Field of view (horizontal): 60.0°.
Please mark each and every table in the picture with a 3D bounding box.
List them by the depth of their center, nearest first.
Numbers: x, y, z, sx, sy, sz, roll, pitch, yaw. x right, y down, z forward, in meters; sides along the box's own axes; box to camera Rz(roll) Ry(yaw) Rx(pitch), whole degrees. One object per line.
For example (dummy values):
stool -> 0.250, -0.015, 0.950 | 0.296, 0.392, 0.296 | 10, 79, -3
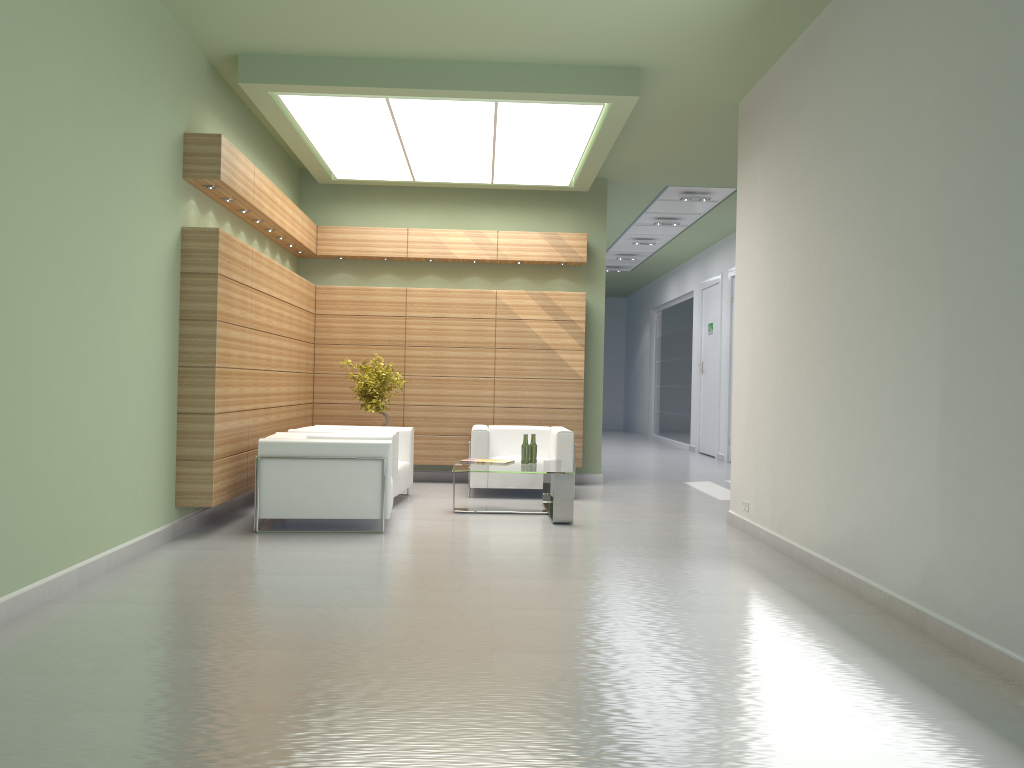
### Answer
table -> -0.026, 1.634, 13.920 | 1.783, 0.742, 2.197 | 1, 0, -2

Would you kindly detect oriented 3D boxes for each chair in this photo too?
chair -> -2.591, 1.355, 12.634 | 1.802, 1.234, 1.894 | 1, 0, -7
chair -> -2.653, 1.357, 14.958 | 1.769, 1.234, 1.894 | 1, 0, 3
chair -> 0.151, 1.423, 16.495 | 1.894, 1.234, 1.802 | 1, 0, -2

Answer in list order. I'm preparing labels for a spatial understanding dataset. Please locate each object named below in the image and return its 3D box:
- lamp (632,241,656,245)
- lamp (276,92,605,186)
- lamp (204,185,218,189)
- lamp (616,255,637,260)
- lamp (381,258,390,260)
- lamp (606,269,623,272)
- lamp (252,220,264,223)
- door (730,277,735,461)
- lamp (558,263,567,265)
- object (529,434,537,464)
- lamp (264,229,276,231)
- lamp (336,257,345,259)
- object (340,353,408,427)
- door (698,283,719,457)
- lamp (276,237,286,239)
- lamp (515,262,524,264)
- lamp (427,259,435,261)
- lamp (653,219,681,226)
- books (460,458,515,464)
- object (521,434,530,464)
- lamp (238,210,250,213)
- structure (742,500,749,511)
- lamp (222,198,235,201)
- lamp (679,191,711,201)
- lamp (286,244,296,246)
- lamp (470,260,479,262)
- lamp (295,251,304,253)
lamp -> 3.880, -4.177, 26.035 | 0.657, 0.159, 0.286 | 1, 0, -2
lamp -> -1.061, -4.115, 14.872 | 4.571, 0.325, 5.060 | 1, 0, -2
lamp -> -3.930, -2.598, 11.581 | 0.181, 0.074, 0.181 | 1, 0, -30
lamp -> 3.775, -4.174, 29.167 | 0.657, 0.159, 0.286 | 1, 0, -2
lamp -> -2.556, -2.556, 17.950 | 0.181, 0.074, 0.181 | 1, 0, -8
lamp -> 3.672, -4.172, 32.213 | 0.657, 0.159, 0.286 | 1, 0, -2
lamp -> -4.012, -2.596, 13.991 | 0.181, 0.074, 0.181 | 1, 0, -30
door -> 6.637, -0.402, 23.588 | 0.134, 5.083, 2.089 | 1, 0, -32
lamp -> 1.030, -2.475, 18.071 | 0.181, 0.074, 0.181 | 1, 0, -8
object -> 0.338, 1.033, 14.184 | 0.131, 0.475, 0.131 | 1, 0, -37
lamp -> -4.039, -2.595, 14.805 | 0.181, 0.074, 0.181 | 1, 0, -19
lamp -> -3.454, -2.577, 17.920 | 0.181, 0.074, 0.181 | 1, 0, -8
object -> -2.650, 0.686, 16.594 | 1.201, 2.565, 1.116 | 1, 0, -34
door -> 5.944, -0.413, 26.772 | 0.250, 5.083, 2.089 | 1, 0, -2
lamp -> -4.066, -2.594, 15.603 | 0.181, 0.074, 0.181 | 1, 0, -19
lamp -> 0.146, -2.495, 18.041 | 0.181, 0.074, 0.181 | 1, 0, -41
lamp -> -1.647, -2.536, 17.981 | 0.181, 0.074, 0.181 | 1, 0, -41
lamp -> 3.987, -4.180, 22.848 | 0.657, 0.159, 0.286 | 1, 0, -2
books -> -0.396, 1.242, 14.259 | 0.762, 0.025, 0.508 | 1, 0, 18
object -> 0.212, 1.030, 14.058 | 0.131, 0.475, 0.131 | 1, 0, -37
lamp -> -3.985, -2.596, 13.189 | 0.181, 0.074, 0.181 | 1, 0, -19
structure -> 3.318, 1.726, 12.595 | 0.017, 0.118, 0.262 | 1, 0, -2
lamp -> -3.957, -2.597, 12.377 | 0.181, 0.074, 0.181 | 1, 0, -19
lamp -> 4.090, -4.183, 19.798 | 0.657, 0.159, 0.286 | 1, 0, -2
lamp -> -4.093, -2.594, 16.423 | 0.181, 0.074, 0.181 | 1, 0, -30
lamp -> -0.757, -2.516, 18.011 | 0.181, 0.074, 0.181 | 1, 0, -8
lamp -> -4.120, -2.593, 17.230 | 0.181, 0.074, 0.181 | 1, 0, -19
